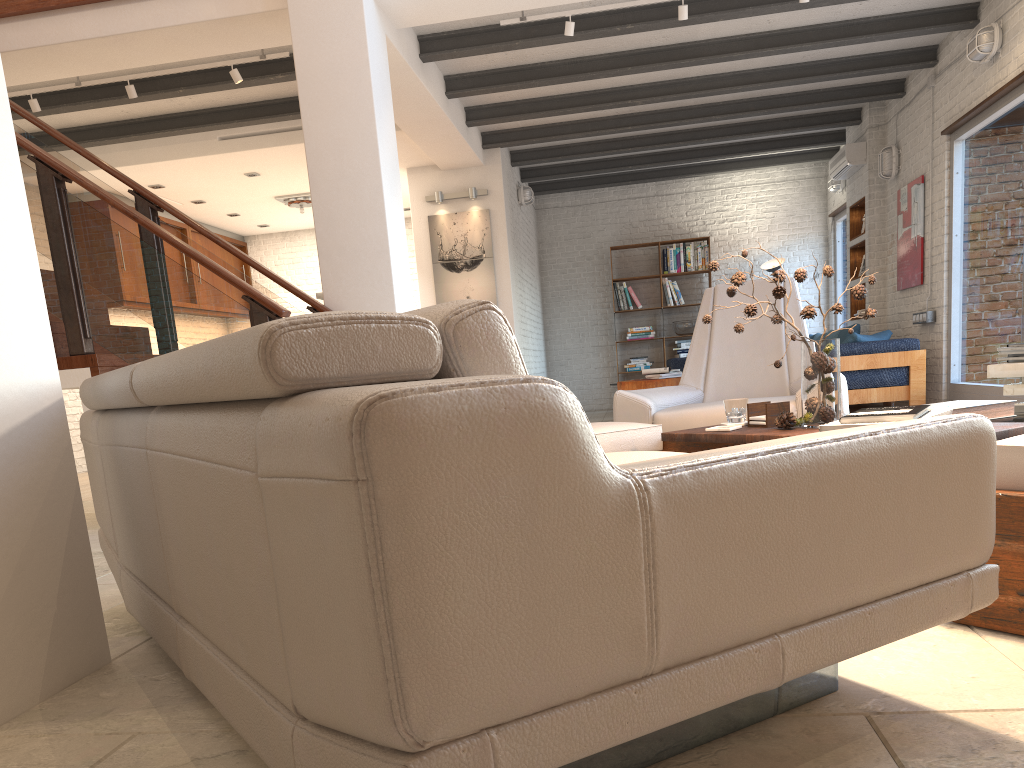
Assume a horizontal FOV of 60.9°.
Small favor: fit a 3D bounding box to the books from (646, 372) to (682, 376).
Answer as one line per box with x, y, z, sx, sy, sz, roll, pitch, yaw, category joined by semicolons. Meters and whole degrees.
1.581;-0.101;9.090;0.251;0.011;0.314;-5;1;-18;books

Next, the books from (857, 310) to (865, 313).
3.929;-0.809;9.729;0.133;0.034;0.201;-4;1;18;books

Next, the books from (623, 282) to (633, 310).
1.599;-1.206;12.029;0.121;0.390;0.237;-3;8;8;books

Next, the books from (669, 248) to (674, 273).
2.163;-1.661;11.859;0.056;0.337;0.248;-3;7;8;books

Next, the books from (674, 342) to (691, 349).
2.452;-0.539;12.062;0.380;0.066;0.239;-5;2;3;books

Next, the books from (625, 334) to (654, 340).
1.774;-0.650;12.113;0.380;0.037;0.239;-5;1;4;books

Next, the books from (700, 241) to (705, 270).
2.580;-1.724;11.799;0.036;0.393;0.237;-3;8;8;books

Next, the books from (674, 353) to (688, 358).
2.463;-0.396;12.071;0.379;0.066;0.240;-5;2;-5;books

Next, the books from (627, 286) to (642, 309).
1.695;-1.184;12.045;0.195;0.326;0.248;-4;7;8;books

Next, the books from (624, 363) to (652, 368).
1.763;-0.259;12.206;0.380;0.037;0.239;-5;1;8;books

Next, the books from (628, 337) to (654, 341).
1.786;-0.623;12.123;0.356;0.021;0.266;-5;1;8;books

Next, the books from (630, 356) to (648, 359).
1.772;-0.368;12.183;0.252;0.017;0.159;-5;1;8;books

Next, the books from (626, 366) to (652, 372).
1.787;-0.214;12.203;0.327;0.057;0.249;-5;1;18;books

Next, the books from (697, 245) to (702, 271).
2.534;-1.692;11.806;0.056;0.337;0.248;-3;7;8;books

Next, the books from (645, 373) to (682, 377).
1.584;-0.091;9.100;0.250;0.011;0.315;-5;1;-23;books

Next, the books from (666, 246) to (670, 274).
2.126;-1.672;11.878;0.021;0.368;0.264;-3;8;8;books

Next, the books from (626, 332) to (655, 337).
1.781;-0.688;12.097;0.380;0.037;0.239;-5;1;2;books

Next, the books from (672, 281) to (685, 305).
2.270;-1.236;11.934;0.158;0.337;0.248;-4;7;8;books

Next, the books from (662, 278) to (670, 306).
2.112;-1.249;11.971;0.101;0.393;0.237;-3;8;8;books

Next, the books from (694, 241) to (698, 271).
2.487;-1.716;11.813;0.036;0.393;0.237;-3;8;8;books

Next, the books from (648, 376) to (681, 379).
1.595;-0.070;9.105;0.251;0.011;0.313;-5;1;-13;books

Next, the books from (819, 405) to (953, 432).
1.023;0.108;2.341;0.250;0.076;0.393;-3;2;41;books

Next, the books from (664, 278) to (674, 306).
2.146;-1.251;11.943;0.104;0.393;0.237;-3;8;8;books

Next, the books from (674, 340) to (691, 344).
2.442;-0.590;12.048;0.380;0.037;0.239;-5;1;8;books

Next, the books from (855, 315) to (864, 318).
3.926;-0.755;9.746;0.162;0.017;0.246;-5;1;18;books

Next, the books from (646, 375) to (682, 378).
1.593;-0.081;9.119;0.250;0.011;0.315;-5;1;-23;books

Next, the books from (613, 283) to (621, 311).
1.456;-1.196;12.055;0.091;0.394;0.237;-3;8;8;books

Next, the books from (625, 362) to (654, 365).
1.775;-0.288;12.188;0.380;0.019;0.239;-5;1;1;books

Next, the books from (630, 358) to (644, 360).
1.772;-0.355;12.198;0.243;0.008;0.153;-5;1;8;books

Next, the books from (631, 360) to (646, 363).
1.775;-0.315;12.206;0.206;0.034;0.129;-5;1;8;books

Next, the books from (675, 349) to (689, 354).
2.430;-0.455;12.052;0.327;0.057;0.250;-5;1;3;books

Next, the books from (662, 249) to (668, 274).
2.089;-1.655;11.888;0.056;0.337;0.248;-3;7;8;books

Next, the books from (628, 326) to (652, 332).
1.784;-0.756;12.101;0.327;0.057;0.249;-5;1;11;books

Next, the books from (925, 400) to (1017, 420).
1.578;0.102;3.125;0.324;0.057;0.252;-5;1;-21;books

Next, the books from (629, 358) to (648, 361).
1.768;-0.341;12.209;0.236;0.019;0.167;-5;1;1;books

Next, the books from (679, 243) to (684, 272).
2.300;-1.700;11.831;0.036;0.393;0.237;-3;8;8;books

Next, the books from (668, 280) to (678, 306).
2.201;-1.239;11.948;0.125;0.357;0.265;-3;7;8;books

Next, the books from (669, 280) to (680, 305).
2.224;-1.241;11.954;0.125;0.357;0.265;-3;7;8;books

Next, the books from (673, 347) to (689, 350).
2.445;-0.495;12.054;0.445;0.021;0.266;-5;1;8;books

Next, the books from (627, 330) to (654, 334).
1.779;-0.717;12.112;0.356;0.021;0.266;-5;1;7;books

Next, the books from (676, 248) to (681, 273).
2.258;-1.669;11.863;0.056;0.337;0.248;-3;7;8;books

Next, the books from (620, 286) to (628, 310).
1.550;-1.179;12.073;0.103;0.342;0.248;-3;8;8;books

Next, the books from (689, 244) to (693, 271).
2.423;-1.697;11.825;0.021;0.368;0.264;-3;8;8;books

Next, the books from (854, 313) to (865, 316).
3.929;-0.782;9.728;0.171;0.019;0.231;-5;1;10;books

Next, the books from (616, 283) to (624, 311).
1.494;-1.200;12.057;0.091;0.394;0.237;-3;8;8;books

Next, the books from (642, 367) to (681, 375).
1.579;-0.116;9.166;0.322;0.111;0.268;-3;3;41;books

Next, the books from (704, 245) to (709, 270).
2.633;-1.701;11.813;0.056;0.337;0.248;-3;7;8;books
